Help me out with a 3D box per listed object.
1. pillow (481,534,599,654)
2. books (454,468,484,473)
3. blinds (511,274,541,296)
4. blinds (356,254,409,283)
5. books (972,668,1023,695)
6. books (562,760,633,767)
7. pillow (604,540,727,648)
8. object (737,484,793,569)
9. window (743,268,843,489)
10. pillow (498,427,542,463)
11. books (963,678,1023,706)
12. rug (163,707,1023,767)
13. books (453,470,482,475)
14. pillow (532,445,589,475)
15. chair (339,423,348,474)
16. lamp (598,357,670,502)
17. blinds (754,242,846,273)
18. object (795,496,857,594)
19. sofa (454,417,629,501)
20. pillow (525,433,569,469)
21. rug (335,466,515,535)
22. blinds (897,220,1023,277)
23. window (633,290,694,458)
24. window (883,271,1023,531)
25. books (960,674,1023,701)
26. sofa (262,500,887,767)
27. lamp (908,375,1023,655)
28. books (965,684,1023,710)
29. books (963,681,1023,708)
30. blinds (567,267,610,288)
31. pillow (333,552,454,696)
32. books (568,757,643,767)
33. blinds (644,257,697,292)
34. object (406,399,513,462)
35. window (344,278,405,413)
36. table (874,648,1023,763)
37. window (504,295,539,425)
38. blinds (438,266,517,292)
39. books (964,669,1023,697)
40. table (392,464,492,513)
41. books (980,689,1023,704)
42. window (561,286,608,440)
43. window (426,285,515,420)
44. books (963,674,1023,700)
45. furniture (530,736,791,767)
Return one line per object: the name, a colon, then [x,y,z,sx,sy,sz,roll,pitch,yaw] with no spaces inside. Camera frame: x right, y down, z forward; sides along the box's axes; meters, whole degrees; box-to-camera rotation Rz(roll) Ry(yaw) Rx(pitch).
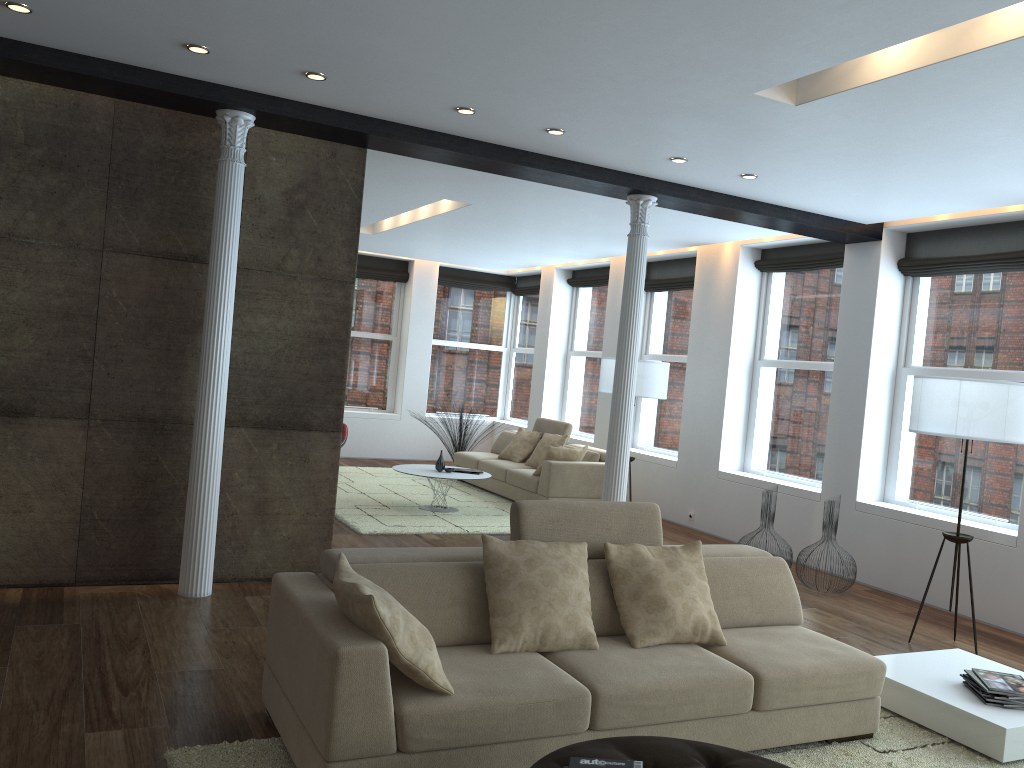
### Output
pillow: [0.125,0.882,3.758,0.534,0.439,0.301,5,1,-23]
books: [-0.462,0.905,9.260,0.300,0.010,0.220,5,1,-12]
blinds: [0.360,-1.534,13.673,0.156,0.327,1.377,5,1,-27]
blinds: [-2.212,-1.743,13.149,1.422,0.363,0.156,5,1,-27]
books: [2.349,1.422,4.224,0.220,0.010,0.300,6,1,13]
books: [0.287,1.151,2.522,0.219,0.031,0.300,5,1,-12]
pillow: [0.686,0.939,4.027,0.519,0.416,0.368,5,1,-22]
object: [2.109,1.213,7.355,0.458,0.781,0.458,5,1,-27]
window: [2.847,-0.160,8.648,0.123,2.400,1.391,5,1,-27]
pillow: [0.114,0.757,10.992,0.368,0.416,0.519,5,1,-31]
books: [2.320,1.467,4.229,0.220,0.010,0.300,5,1,8]
rug: [1.271,1.601,2.889,4.231,0.020,2.972,5,1,-27]
books: [-0.467,0.914,9.236,0.300,0.010,0.220,5,1,8]
pillow: [0.529,0.832,9.654,0.518,0.393,0.395,5,1,-30]
chair: [-2.432,0.689,11.163,0.669,0.818,0.810,6,1,43]
lamp: [1.182,0.616,9.064,0.698,1.728,0.698,5,1,-3]
blinds: [2.889,-1.234,8.601,0.156,0.275,1.396,5,1,-27]
object: [2.511,1.256,7.035,0.458,0.781,0.458,5,1,-27]
sofa: [0.269,0.897,10.664,1.018,0.950,2.581,5,1,-27]
pillow: [0.404,0.783,10.440,0.301,0.439,0.534,5,1,-30]
rug: [-0.910,1.266,10.122,2.972,0.020,4.231,5,1,-27]
blinds: [3.676,-1.071,6.976,0.183,0.395,1.431,5,1,-27]
window: [1.926,-0.279,10.496,0.123,2.400,1.345,5,1,-27]
window: [3.653,-0.055,7.029,0.123,2.400,1.432,5,1,-27]
books: [2.322,1.448,4.229,0.220,0.010,0.300,5,1,-2]
sofa: [0.345,1.031,3.862,2.581,0.950,1.021,5,1,-27]
lamp: [2.868,0.835,5.678,0.698,1.728,0.698,5,1,-3]
books: [2.318,1.487,4.229,0.220,0.010,0.300,5,1,8]
books: [2.344,1.480,4.226,0.220,0.010,0.300,5,1,-7]
blinds: [1.171,-1.456,12.050,0.156,0.275,1.442,5,1,-27]
pillow: [-0.449,0.862,3.204,0.395,0.393,0.518,5,1,-23]
books: [0.262,1.141,2.525,0.220,0.040,0.301,5,1,8]
blinds: [1.963,-1.294,10.450,0.156,0.393,1.342,5,1,-27]
object: [-0.722,0.727,12.187,1.119,1.014,1.125,4,1,-40]
window: [-2.348,-0.723,13.252,1.420,2.400,0.123,5,1,-27]
table: [2.318,1.574,4.418,0.900,0.170,0.900,5,1,-27]
window: [3.013,0.217,21.998,34.761,17.917,13.698,5,1,-27]
blinds: [-0.578,-1.634,13.971,1.442,0.312,0.155,5,1,-27]
books: [2.323,1.429,4.228,0.220,0.010,0.300,5,1,8]
table: [-0.737,1.094,9.128,1.022,0.393,1.022,6,1,18]
books: [2.346,1.460,4.225,0.220,0.010,0.300,6,1,23]
window: [1.127,-0.382,12.100,0.123,2.400,1.444,5,1,-27]
window: [-0.700,-0.587,14.074,1.474,2.400,0.123,5,1,-27]
books: [2.347,1.441,4.225,0.220,0.010,0.300,5,1,-12]
furniture: [0.513,1.351,2.469,1.057,0.355,1.057,5,1,-25]
